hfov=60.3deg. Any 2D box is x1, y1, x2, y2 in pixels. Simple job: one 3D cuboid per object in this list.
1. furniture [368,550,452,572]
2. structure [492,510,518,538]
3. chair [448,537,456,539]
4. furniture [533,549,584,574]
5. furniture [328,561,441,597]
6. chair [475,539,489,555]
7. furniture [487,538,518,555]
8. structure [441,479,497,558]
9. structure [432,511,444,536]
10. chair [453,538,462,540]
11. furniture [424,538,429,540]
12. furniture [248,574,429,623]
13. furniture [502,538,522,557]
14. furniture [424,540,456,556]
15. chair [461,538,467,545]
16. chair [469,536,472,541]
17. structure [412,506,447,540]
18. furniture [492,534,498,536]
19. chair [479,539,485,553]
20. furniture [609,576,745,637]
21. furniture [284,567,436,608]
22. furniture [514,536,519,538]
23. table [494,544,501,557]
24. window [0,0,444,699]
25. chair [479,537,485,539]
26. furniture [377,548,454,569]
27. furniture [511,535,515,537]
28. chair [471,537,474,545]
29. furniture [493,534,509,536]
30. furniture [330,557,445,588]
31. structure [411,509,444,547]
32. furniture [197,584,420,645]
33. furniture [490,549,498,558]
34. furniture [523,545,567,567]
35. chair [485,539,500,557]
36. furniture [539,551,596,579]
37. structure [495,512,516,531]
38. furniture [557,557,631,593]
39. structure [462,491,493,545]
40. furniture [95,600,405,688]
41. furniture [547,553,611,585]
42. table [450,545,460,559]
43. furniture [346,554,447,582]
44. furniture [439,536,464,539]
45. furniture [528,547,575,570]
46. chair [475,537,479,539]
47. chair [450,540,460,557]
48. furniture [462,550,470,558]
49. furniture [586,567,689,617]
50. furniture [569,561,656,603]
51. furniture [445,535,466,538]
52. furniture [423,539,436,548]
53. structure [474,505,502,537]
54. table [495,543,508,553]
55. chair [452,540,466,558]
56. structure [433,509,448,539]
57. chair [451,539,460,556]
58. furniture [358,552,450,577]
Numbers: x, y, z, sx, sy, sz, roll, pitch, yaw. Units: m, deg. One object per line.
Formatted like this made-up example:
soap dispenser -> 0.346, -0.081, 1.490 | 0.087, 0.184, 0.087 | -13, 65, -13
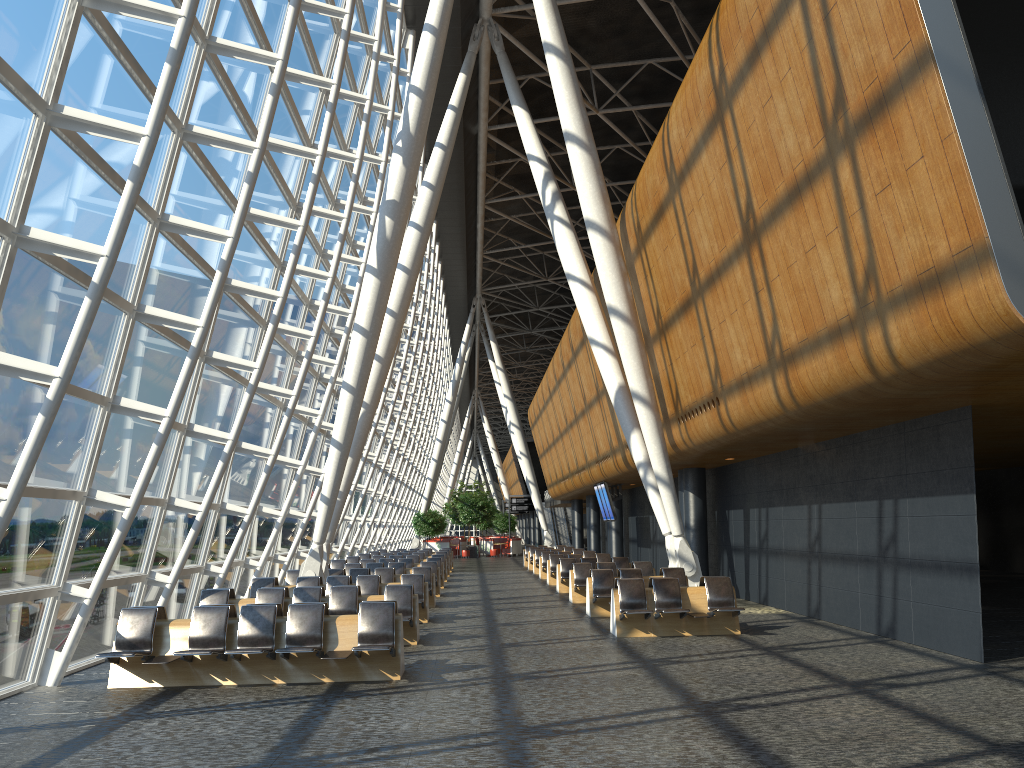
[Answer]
furniture -> -3.975, 6.893, 34.203 | 3.250, 0.862, 1.677 | -1, -8, -3
structure -> -0.468, 10.072, 60.219 | 1.737, 2.759, 1.789 | 4, -7, -45
chair -> -4.610, 11.956, 65.907 | 0.624, 1.003, 0.665 | 2, -6, -37
furniture -> 1.714, 6.371, 31.696 | 1.896, 0.862, 1.677 | -1, -8, -3
furniture -> -3.443, 4.946, 22.233 | 3.250, 0.862, 1.677 | -1, -8, -3
chair -> -1.835, 9.992, 54.111 | 0.663, 1.003, 0.625 | -4, -6, 32
furniture -> -0.563, 9.963, 54.091 | 0.890, 1.000, 2.850 | 3, -9, -35
structure -> -2.676, 7.949, 52.263 | 3.092, 4.500, 5.859 | 0, -7, -10
structure -> -5.332, 9.990, 59.202 | 1.761, 2.793, 1.814 | 4, -7, -45
chair -> -3.782, 10.816, 58.958 | 0.624, 1.003, 0.665 | -3, -5, 22
furniture -> -5.722, 13.277, 73.477 | 3.250, 0.862, 1.677 | -1, -8, -3
furniture -> -3.177, 3.973, 16.247 | 3.250, 0.862, 1.677 | -1, -8, -3
furniture -> 0.080, 9.484, 51.209 | 0.889, 0.999, 2.856 | -2, -9, 10
furniture -> -4.174, 9.429, 50.331 | 0.890, 1.000, 2.850 | 3, -9, -35
chair -> -3.368, 10.596, 57.649 | 0.662, 1.003, 0.626 | -3, -5, 22
chair -> -3.493, 12.435, 69.013 | 0.661, 1.003, 0.628 | 0, -5, -18
structure -> -4.859, 8.685, 51.675 | 1.920, 2.948, 1.878 | 1, -6, -28
furniture -> -1.363, 17.621, 100.897 | 1.896, 0.862, 1.677 | -1, -8, -3
chair -> -1.504, 9.803, 52.980 | 0.624, 1.003, 0.664 | -4, -6, 32
furniture -> 2.512, 3.452, 13.740 | 1.896, 0.862, 1.677 | -1, -8, -3
furniture -> -3.310, 4.460, 19.240 | 3.250, 0.862, 1.677 | -1, -8, -3
furniture -> -0.299, 13.729, 76.955 | 1.896, 0.862, 1.677 | -1, -8, -3
table -> -0.651, 9.400, 49.792 | 0.799, 0.744, 0.806 | -3, -7, 13
window -> -6.800, 7.279, 77.152 | 3.719, 13.917, 167.928 | -1, -9, -3
chair -> -1.837, 11.018, 60.457 | 0.624, 1.003, 0.664 | -4, -6, 32
furniture -> -4.108, 7.379, 37.196 | 3.250, 0.862, 1.677 | -1, -8, -3
furniture -> -0.565, 14.702, 82.940 | 1.896, 0.862, 1.677 | -1, -8, -3
chair -> -2.644, 11.842, 65.453 | 0.661, 1.003, 0.628 | 0, -5, -18
furniture -> -1.097, 16.648, 94.911 | 1.896, 0.862, 1.677 | -1, -8, -3
furniture -> -3.576, 5.433, 25.225 | 3.250, 0.862, 1.677 | -1, -8, -3
structure -> -4.638, 8.307, 48.777 | 1.737, 2.759, 1.789 | 4, -7, -45
furniture -> -3.044, 3.487, 13.255 | 3.250, 0.862, 1.677 | -1, -8, -3
furniture -> -1.001, 9.491, 49.413 | 0.443, 0.456, 0.447 | -2, -6, 10
furniture -> 1.448, 7.344, 37.682 | 1.896, 0.862, 1.677 | -1, -8, -3
chair -> -1.104, 9.436, 50.760 | 0.625, 1.003, 0.663 | -6, -7, 42
furniture -> 1.847, 5.885, 28.704 | 1.896, 0.862, 1.677 | -1, -8, -3
structure -> -0.609, 11.648, 70.619 | 1.889, 2.974, 1.945 | 4, -7, -45
furniture -> 2.113, 4.912, 22.718 | 1.896, 0.862, 1.677 | -1, -8, -3
structure -> -2.950, 10.532, 68.204 | 3.098, 4.501, 5.788 | -3, -7, 20
furniture -> -2.911, 3.000, 10.262 | 3.250, 0.862, 1.677 | -1, -8, -3
furniture -> 1.980, 5.398, 25.711 | 1.896, 0.862, 1.677 | -1, -8, -3
table -> -3.032, 9.337, 49.103 | 0.800, 0.744, 0.805 | 3, -7, -31
furniture -> -3.709, 5.919, 28.218 | 3.250, 0.862, 1.677 | -1, -8, -3
furniture -> -4.629, 12.526, 69.432 | 0.893, 1.000, 2.841 | -6, -10, 39
furniture -> 1.581, 6.858, 34.689 | 1.896, 0.862, 1.677 | -1, -8, -3
chair -> -2.167, 11.208, 61.588 | 0.663, 1.003, 0.625 | -4, -6, 32
chair -> -3.450, 9.600, 51.481 | 0.624, 1.003, 0.665 | -3, -5, 22
furniture -> -2.553, 9.441, 48.909 | 0.445, 0.456, 0.445 | -6, -8, 40
furniture -> 2.379, 3.939, 16.733 | 1.896, 0.862, 1.677 | -1, -8, -3
furniture -> 2.246, 4.425, 19.726 | 1.896, 0.862, 1.677 | -1, -8, -3
furniture -> -6.919, 17.656, 100.411 | 3.250, 0.862, 1.677 | -1, -8, -3
furniture -> -4.817, 9.908, 53.213 | 0.889, 0.999, 2.856 | -2, -9, 10
structure -> -1.814, 10.315, 63.709 | 2.281, 3.452, 2.236 | -2, -5, 10
table -> -0.594, 9.646, 51.324 | 0.799, 0.744, 0.806 | -3, -7, 13
chair -> -3.035, 9.380, 50.172 | 0.662, 1.003, 0.626 | -3, -5, 22
structure -> -4.953, 9.430, 55.905 | 1.788, 2.831, 1.842 | 4, -7, -45
chair -> -3.623, 9.917, 53.418 | 0.625, 1.003, 0.663 | -6, -7, 42
furniture -> -3.842, 6.406, 31.211 | 3.250, 0.862, 1.677 | -1, -8, -3
